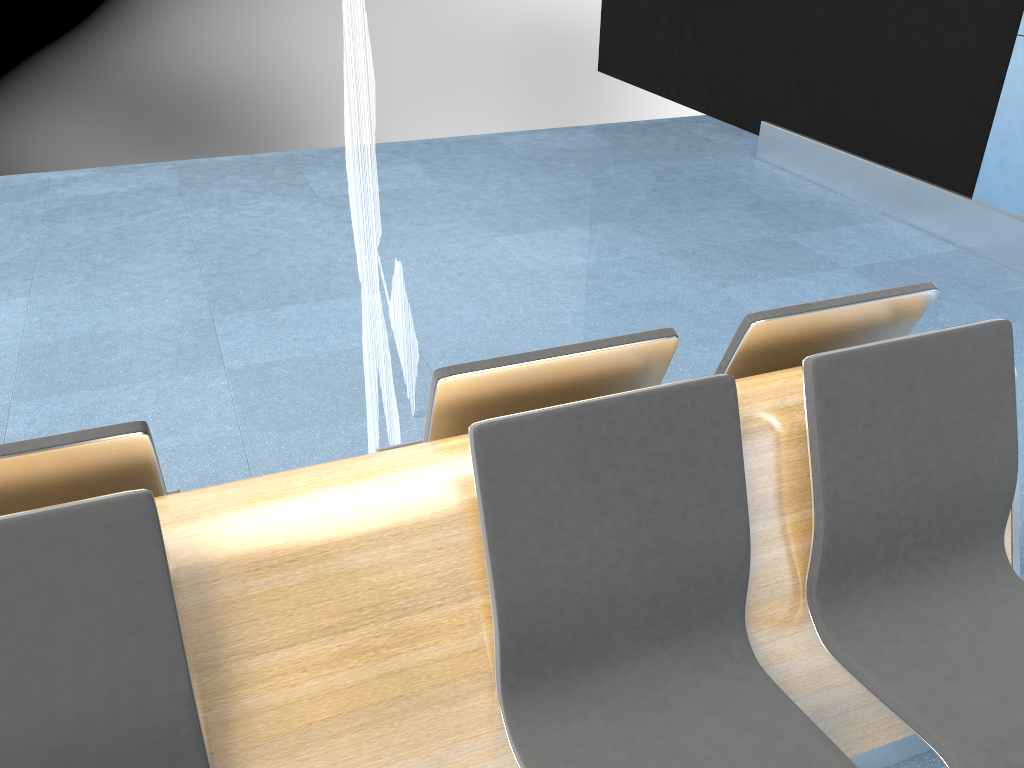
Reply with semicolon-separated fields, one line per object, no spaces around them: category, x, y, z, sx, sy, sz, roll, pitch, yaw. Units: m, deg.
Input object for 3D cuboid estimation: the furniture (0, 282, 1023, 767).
furniture;-0.025;0.393;1.728;2.281;0.896;1.301;-11;32;-19
